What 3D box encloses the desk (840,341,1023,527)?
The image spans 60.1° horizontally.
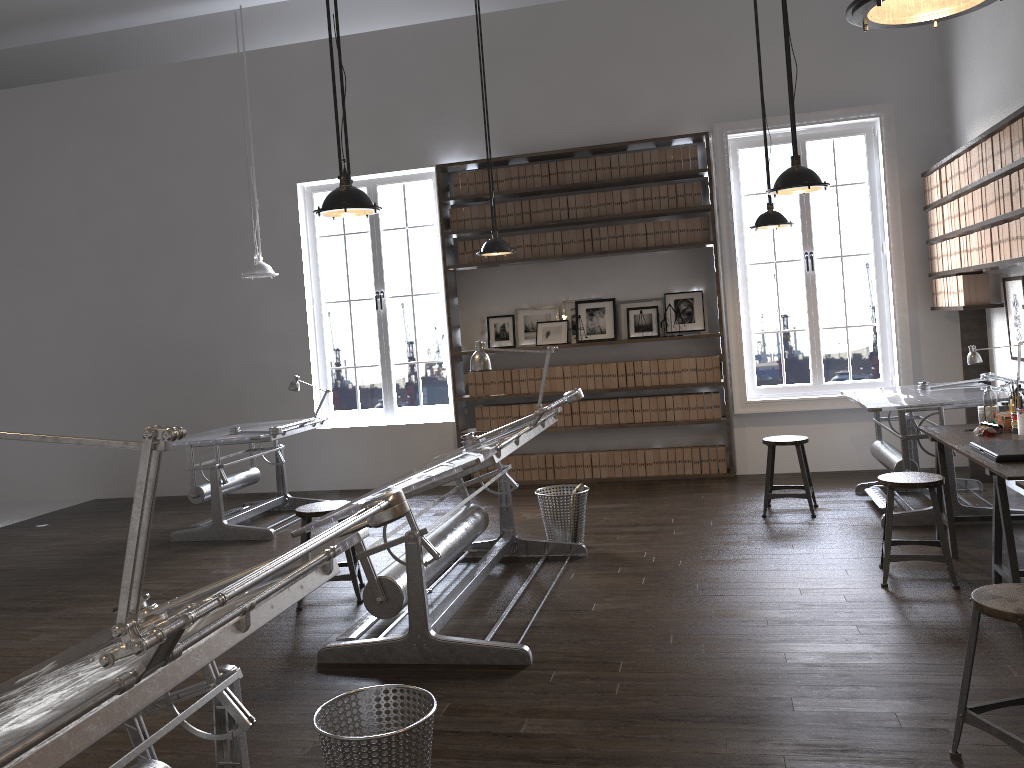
[{"bbox_3d":[2.894,0.289,6.011,1.070,1.097,1.272,-4,2,13],"label":"desk"}]

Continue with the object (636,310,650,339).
[{"bbox_3d":[1.159,-0.528,7.882,0.124,0.260,0.040,-4,1,13],"label":"object"}]

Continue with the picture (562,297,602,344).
[{"bbox_3d":[0.656,-0.581,8.174,0.369,0.406,0.091,-4,1,13],"label":"picture"}]

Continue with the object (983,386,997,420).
[{"bbox_3d":[2.744,0.126,5.082,0.068,0.229,0.069,-4,1,10],"label":"object"}]

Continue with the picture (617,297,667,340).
[{"bbox_3d":[1.181,-0.590,8.052,0.433,0.361,0.095,-4,1,13],"label":"picture"}]

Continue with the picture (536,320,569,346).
[{"bbox_3d":[0.371,-0.468,8.160,0.299,0.229,0.145,-4,2,13],"label":"picture"}]

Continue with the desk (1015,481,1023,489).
[{"bbox_3d":[2.192,0.770,2.692,0.655,0.669,1.672,-4,3,13],"label":"desk"}]

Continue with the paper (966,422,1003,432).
[{"bbox_3d":[2.629,0.240,4.945,0.137,0.038,0.155,-5,3,-2],"label":"paper"}]

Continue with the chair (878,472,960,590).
[{"bbox_3d":[2.057,0.739,4.529,0.358,0.527,0.372,-4,2,21],"label":"chair"}]

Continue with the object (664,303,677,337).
[{"bbox_3d":[1.405,-0.566,7.835,0.118,0.304,0.040,-4,1,13],"label":"object"}]

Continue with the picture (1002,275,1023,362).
[{"bbox_3d":[3.417,-0.440,5.981,0.040,0.574,0.416,-4,2,13],"label":"picture"}]

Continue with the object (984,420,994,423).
[{"bbox_3d":[2.714,0.227,5.039,0.049,0.037,0.049,-4,3,9],"label":"object"}]

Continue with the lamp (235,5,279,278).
[{"bbox_3d":[-2.168,-2.005,7.286,0.313,2.251,0.311,-4,1,-7],"label":"lamp"}]

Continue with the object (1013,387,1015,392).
[{"bbox_3d":[2.783,0.088,4.878,0.044,0.152,0.005,-5,1,-18],"label":"object"}]

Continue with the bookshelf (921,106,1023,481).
[{"bbox_3d":[2.643,0.177,2.761,0.373,3.203,9.200,-4,3,13],"label":"bookshelf"}]

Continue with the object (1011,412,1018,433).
[{"bbox_3d":[2.718,0.209,4.770,0.049,0.112,0.050,-4,1,9],"label":"object"}]

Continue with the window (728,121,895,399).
[{"bbox_3d":[2.559,-1.029,7.623,1.243,2.308,0.153,-4,1,13],"label":"window"}]

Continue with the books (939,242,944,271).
[{"bbox_3d":[3.418,-0.993,6.869,0.174,0.225,0.067,-4,1,13],"label":"books"}]

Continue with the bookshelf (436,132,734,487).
[{"bbox_3d":[0.684,-0.267,8.143,2.471,3.721,0.413,-4,1,13],"label":"bookshelf"}]

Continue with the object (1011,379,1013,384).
[{"bbox_3d":[2.780,0.070,4.897,0.008,0.186,0.071,-4,1,14],"label":"object"}]

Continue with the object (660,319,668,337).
[{"bbox_3d":[1.343,-0.490,7.814,0.066,0.165,0.040,-4,1,13],"label":"object"}]

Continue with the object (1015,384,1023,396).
[{"bbox_3d":[2.896,0.116,5.047,0.068,0.229,0.069,-4,1,10],"label":"object"}]

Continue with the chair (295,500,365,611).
[{"bbox_3d":[-1.035,0.949,4.978,0.372,0.527,0.358,-5,2,-9],"label":"chair"}]

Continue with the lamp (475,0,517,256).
[{"bbox_3d":[-0.206,-2.128,6.843,0.313,2.251,0.311,-4,1,-7],"label":"lamp"}]

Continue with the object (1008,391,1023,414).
[{"bbox_3d":[2.892,0.090,4.810,0.344,0.146,0.077,-2,2,35],"label":"object"}]

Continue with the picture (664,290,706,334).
[{"bbox_3d":[1.547,-0.646,7.938,0.343,0.364,0.161,-4,1,13],"label":"picture"}]

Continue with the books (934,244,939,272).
[{"bbox_3d":[3.451,-1.004,7.012,0.174,0.225,0.067,-4,1,13],"label":"books"}]

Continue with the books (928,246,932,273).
[{"bbox_3d":[3.495,-1.020,7.216,0.174,0.225,0.067,-4,1,13],"label":"books"}]

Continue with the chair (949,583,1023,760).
[{"bbox_3d":[1.554,0.897,2.620,0.359,0.527,0.372,-5,2,-14],"label":"chair"}]

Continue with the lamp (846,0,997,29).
[{"bbox_3d":[0.751,-1.885,1.768,0.312,2.251,0.311,-4,1,38],"label":"lamp"}]

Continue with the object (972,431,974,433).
[{"bbox_3d":[2.595,0.252,4.930,0.011,0.017,0.172,-3,4,44],"label":"object"}]

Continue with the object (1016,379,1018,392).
[{"bbox_3d":[2.779,0.065,4.877,0.006,0.193,0.055,-4,1,12],"label":"object"}]

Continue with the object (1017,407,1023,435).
[{"bbox_3d":[2.740,0.198,4.696,0.104,0.141,0.105,-4,2,5],"label":"object"}]

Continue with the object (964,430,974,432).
[{"bbox_3d":[2.588,0.255,4.926,0.156,0.006,0.006,-5,2,-8],"label":"object"}]

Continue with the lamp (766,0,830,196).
[{"bbox_3d":[1.365,-2.102,4.484,0.313,2.251,0.311,-4,1,-7],"label":"lamp"}]

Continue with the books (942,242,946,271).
[{"bbox_3d":[3.407,-0.987,6.796,0.174,0.225,0.067,-4,1,13],"label":"books"}]

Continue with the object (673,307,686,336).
[{"bbox_3d":[1.480,-0.551,7.847,0.110,0.262,0.040,-4,1,13],"label":"object"}]

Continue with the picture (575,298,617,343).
[{"bbox_3d":[0.766,-0.578,8.095,0.373,0.391,0.149,-4,1,13],"label":"picture"}]

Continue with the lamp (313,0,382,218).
[{"bbox_3d":[-0.838,-1.905,4.050,0.312,2.251,0.311,-4,1,33],"label":"lamp"}]

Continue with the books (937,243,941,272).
[{"bbox_3d":[3.440,-0.999,6.941,0.174,0.225,0.067,-4,1,13],"label":"books"}]

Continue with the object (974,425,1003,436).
[{"bbox_3d":[2.579,0.248,4.821,0.132,0.050,0.197,-2,4,42],"label":"object"}]

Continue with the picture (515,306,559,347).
[{"bbox_3d":[0.239,-0.535,8.266,0.415,0.365,0.083,-4,1,13],"label":"picture"}]

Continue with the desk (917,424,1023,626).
[{"bbox_3d":[2.581,0.632,4.413,0.655,0.669,1.672,-4,3,13],"label":"desk"}]

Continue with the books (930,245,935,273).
[{"bbox_3d":[3.486,-1.016,7.149,0.174,0.225,0.067,-4,1,13],"label":"books"}]

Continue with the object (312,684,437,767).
[{"bbox_3d":[-0.377,1.119,2.537,0.352,0.377,0.354,-3,2,35],"label":"object"}]

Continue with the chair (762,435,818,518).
[{"bbox_3d":[1.935,0.643,6.208,0.358,0.527,0.372,-4,2,21],"label":"chair"}]

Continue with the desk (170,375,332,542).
[{"bbox_3d":[-2.022,0.549,7.191,1.170,1.188,1.272,-4,2,13],"label":"desk"}]

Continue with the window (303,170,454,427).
[{"bbox_3d":[-1.268,-0.788,8.619,1.481,2.496,0.153,-4,1,13],"label":"window"}]

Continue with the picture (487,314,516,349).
[{"bbox_3d":[-0.100,-0.490,8.363,0.266,0.315,0.058,-4,1,13],"label":"picture"}]

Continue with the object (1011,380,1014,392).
[{"bbox_3d":[2.765,0.059,4.884,0.055,0.214,0.007,-5,1,-42],"label":"object"}]

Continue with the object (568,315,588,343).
[{"bbox_3d":[0.594,-0.493,7.998,0.174,0.260,0.040,-4,1,13],"label":"object"}]

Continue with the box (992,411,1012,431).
[{"bbox_3d":[2.780,0.204,4.926,0.137,0.083,0.212,-4,3,13],"label":"box"}]

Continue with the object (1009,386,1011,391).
[{"bbox_3d":[2.770,0.084,4.894,0.037,0.153,0.005,-4,1,9],"label":"object"}]

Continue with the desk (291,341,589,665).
[{"bbox_3d":[-0.193,0.458,4.810,1.075,1.385,2.285,-4,3,13],"label":"desk"}]

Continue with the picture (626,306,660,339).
[{"bbox_3d":[1.187,-0.554,8.010,0.289,0.290,0.127,-4,1,13],"label":"picture"}]

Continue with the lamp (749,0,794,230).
[{"bbox_3d":[1.790,-2.254,6.383,0.313,2.251,0.311,-4,1,-7],"label":"lamp"}]

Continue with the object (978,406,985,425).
[{"bbox_3d":[2.752,0.183,5.154,0.068,0.104,0.068,-4,2,17],"label":"object"}]

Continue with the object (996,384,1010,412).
[{"bbox_3d":[2.814,0.117,5.066,0.068,0.237,0.069,-4,1,10],"label":"object"}]

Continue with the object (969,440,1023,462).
[{"bbox_3d":[2.381,0.312,4.167,0.312,0.033,0.447,-4,4,13],"label":"object"}]

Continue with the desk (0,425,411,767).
[{"bbox_3d":[-0.932,0.719,1.541,1.075,1.385,2.074,-4,3,13],"label":"desk"}]
